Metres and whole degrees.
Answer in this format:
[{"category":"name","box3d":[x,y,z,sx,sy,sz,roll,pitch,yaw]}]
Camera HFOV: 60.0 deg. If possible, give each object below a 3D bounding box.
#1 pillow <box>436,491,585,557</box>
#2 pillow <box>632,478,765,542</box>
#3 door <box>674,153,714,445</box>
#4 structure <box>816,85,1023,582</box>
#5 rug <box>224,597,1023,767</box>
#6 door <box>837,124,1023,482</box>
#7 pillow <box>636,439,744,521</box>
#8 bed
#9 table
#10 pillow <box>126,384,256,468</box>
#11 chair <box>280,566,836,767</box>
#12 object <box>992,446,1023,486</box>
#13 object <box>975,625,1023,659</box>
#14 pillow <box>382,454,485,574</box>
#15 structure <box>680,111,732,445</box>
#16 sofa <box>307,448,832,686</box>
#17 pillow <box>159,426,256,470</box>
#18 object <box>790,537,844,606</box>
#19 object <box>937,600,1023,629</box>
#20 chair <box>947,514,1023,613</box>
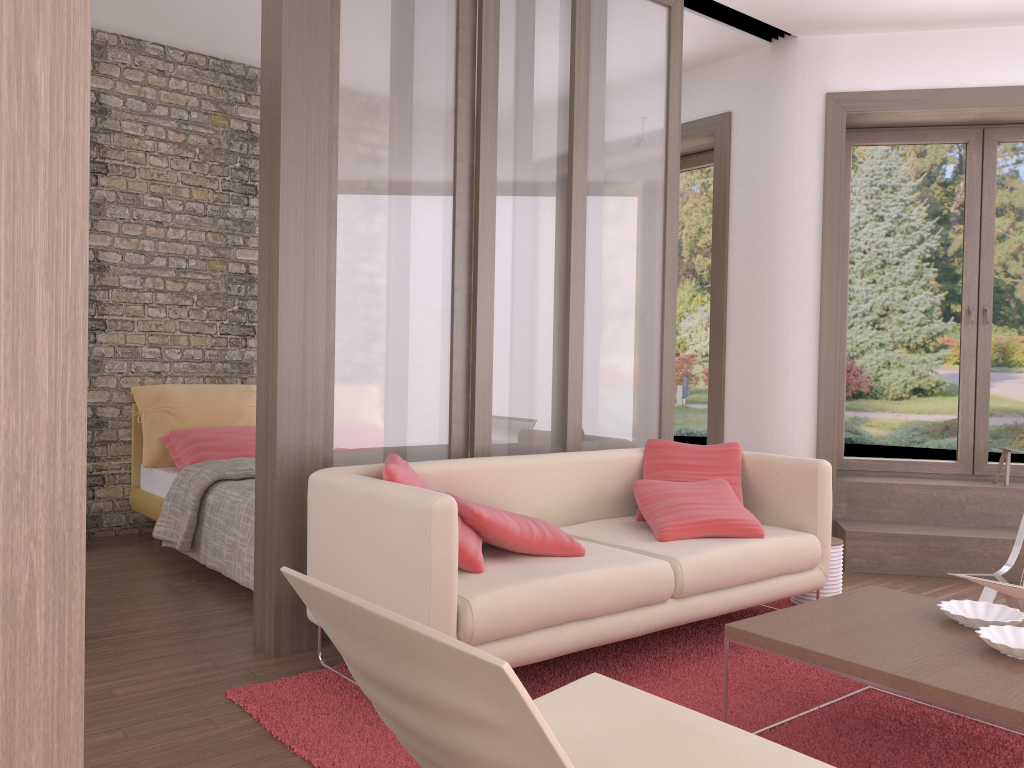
[{"category":"pillow","box3d":[-0.035,0.550,3.481,0.467,0.224,0.507,1,1,-26]},{"category":"pillow","box3d":[0.814,0.558,3.947,0.507,0.224,0.467,1,1,-11]},{"category":"door","box3d":[1.062,-0.586,6.928,0.117,2.221,1.750,0,1,-39]},{"category":"structure","box3d":[2.923,-0.336,5.360,2.039,2.881,0.845,1,1,11]},{"category":"rug","box3d":[1.186,1.118,2.690,2.938,0.016,3.344,0,1,-39]},{"category":"door","box3d":[2.991,-0.519,5.698,1.800,2.275,0.142,1,1,11]},{"category":"pillow","box3d":[0.859,0.469,4.263,0.498,0.377,0.379,1,1,11]},{"category":"bed","box3d":[-1.047,0.592,5.489,2.219,0.861,2.360,0,1,-39]},{"category":"table","box3d":[1.234,0.926,2.614,0.850,0.378,0.850,0,1,-39]},{"category":"pillow","box3d":[-2.033,0.267,5.942,1.019,0.527,0.355,0,1,-39]},{"category":"chair","box3d":[0.095,0.742,1.709,0.860,0.767,0.739,0,1,-39]},{"category":"object","box3d":[3.266,0.510,5.508,0.499,0.233,0.136,1,1,-4]},{"category":"object","box3d":[1.418,0.722,2.445,0.251,0.043,0.249,2,1,21]},{"category":"pillow","box3d":[-0.296,0.466,3.269,0.379,0.377,0.498,1,1,-4]},{"category":"structure","box3d":[0.799,-0.405,6.742,0.808,2.881,2.039,0,1,-39]},{"category":"sofa","box3d":[0.345,0.704,3.710,2.204,0.751,0.919,0,1,-39]},{"category":"pillow","box3d":[-1.766,0.413,5.690,0.831,0.264,0.538,0,1,-39]},{"category":"object","box3d":[1.491,0.916,4.339,0.239,0.341,0.239,1,1,-7]},{"category":"object","box3d":[1.445,0.717,2.726,0.251,0.043,0.249,1,1,-27]},{"category":"chair","box3d":[2.228,0.749,3.435,0.853,0.762,0.739,0,1,-39]}]
